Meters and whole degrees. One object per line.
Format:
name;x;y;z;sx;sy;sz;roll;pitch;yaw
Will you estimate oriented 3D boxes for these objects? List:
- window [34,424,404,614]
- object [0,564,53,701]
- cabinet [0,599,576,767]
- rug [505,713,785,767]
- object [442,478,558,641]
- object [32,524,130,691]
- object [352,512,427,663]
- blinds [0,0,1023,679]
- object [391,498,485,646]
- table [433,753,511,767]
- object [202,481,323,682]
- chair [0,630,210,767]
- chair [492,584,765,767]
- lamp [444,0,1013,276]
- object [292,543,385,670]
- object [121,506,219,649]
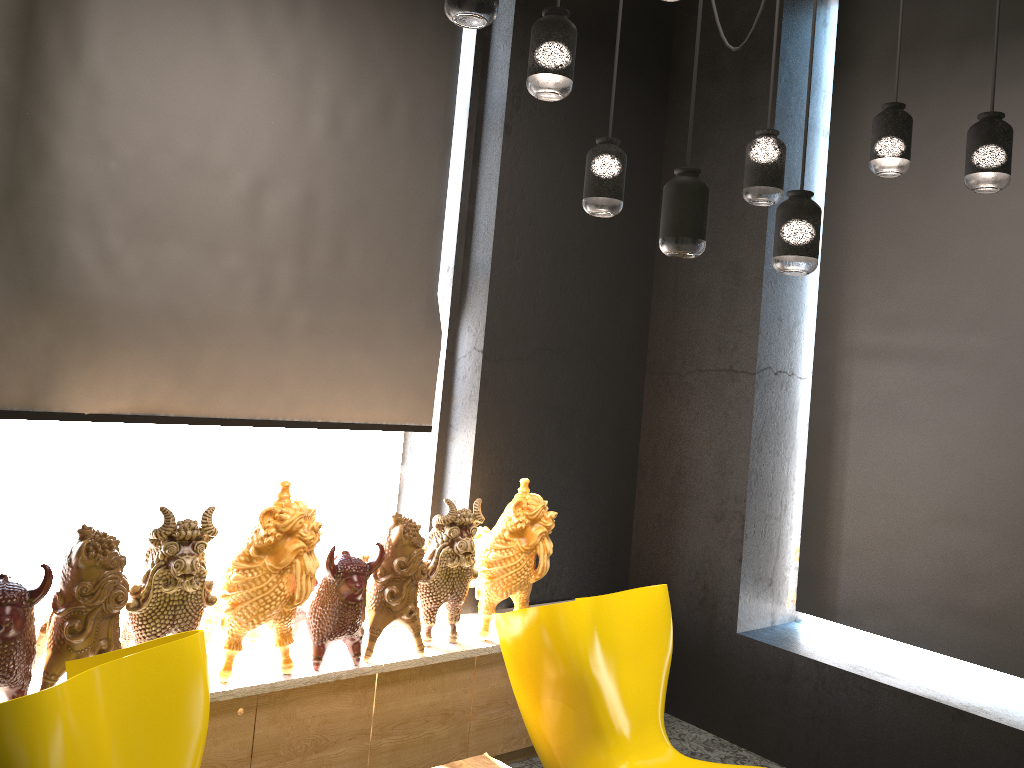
window;-1.332;-0.692;3.651;2.298;3.179;0.051;7;-4;-40
object;-1.473;0.698;2.510;0.218;0.442;0.463;7;-2;-35
cabinet;-0.610;1.253;3.303;2.719;0.532;0.405;5;-1;-40
rug;0.246;1.606;2.499;3.582;0.010;2.194;5;1;-40
object;-0.055;0.707;3.709;0.306;0.657;0.469;7;-3;-35
object;-1.312;0.670;2.706;0.248;0.547;0.475;7;-2;-32
object;-0.498;0.734;3.392;0.248;0.547;0.475;7;-2;-32
blinds;-2.827;-0.892;1.398;12.682;3.322;3.523;5;-1;-20
object;-0.309;0.723;3.511;0.430;0.581;0.270;3;-3;43
table;-0.084;1.426;2.495;0.691;0.310;0.830;5;0;-40
object;-0.869;0.642;3.023;0.306;0.657;0.469;7;-3;-35
chair;-0.780;1.075;1.918;1.071;0.900;0.655;5;-2;20
chair;0.441;1.172;2.935;1.071;0.900;0.655;4;-2;45
lamp;1.289;-1.395;1.662;2.845;2.281;2.668;5;-1;4
object;-0.658;0.762;3.196;0.218;0.442;0.463;7;-2;-35
object;-1.124;0.658;2.825;0.430;0.581;0.270;3;-3;43
